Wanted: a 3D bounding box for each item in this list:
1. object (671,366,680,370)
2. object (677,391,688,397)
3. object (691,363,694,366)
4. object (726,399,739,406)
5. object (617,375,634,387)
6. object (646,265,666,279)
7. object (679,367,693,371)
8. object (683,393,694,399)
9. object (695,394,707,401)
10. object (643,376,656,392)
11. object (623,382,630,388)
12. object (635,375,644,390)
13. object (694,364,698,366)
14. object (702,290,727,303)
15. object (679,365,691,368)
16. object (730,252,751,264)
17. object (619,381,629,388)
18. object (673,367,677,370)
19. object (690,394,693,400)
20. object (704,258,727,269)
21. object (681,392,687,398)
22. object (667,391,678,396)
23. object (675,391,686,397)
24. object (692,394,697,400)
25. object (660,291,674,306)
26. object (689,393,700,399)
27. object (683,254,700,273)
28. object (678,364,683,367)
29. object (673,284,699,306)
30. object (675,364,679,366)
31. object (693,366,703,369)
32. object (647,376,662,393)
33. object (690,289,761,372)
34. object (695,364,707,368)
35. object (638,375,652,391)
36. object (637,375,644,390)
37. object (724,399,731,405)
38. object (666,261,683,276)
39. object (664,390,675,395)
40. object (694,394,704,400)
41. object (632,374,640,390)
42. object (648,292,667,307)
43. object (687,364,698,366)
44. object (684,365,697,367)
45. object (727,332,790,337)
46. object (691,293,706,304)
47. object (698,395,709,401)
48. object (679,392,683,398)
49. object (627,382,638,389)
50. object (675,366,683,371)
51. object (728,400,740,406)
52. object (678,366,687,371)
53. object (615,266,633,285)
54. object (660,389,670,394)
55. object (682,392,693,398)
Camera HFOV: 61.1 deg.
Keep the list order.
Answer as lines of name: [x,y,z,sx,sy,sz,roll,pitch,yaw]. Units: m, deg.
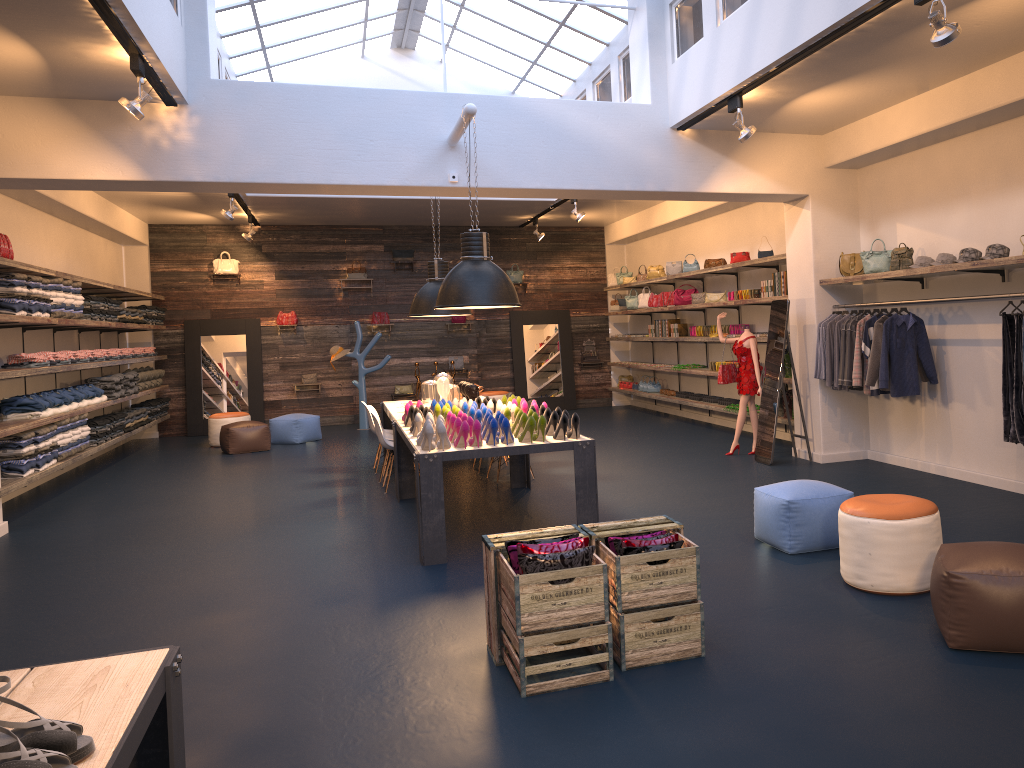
object: [2.575,-0.252,13.549,0.249,0.058,0.078,-3,3,-23]
object: [2.723,0.166,13.858,0.196,0.087,0.062,-3,1,-18]
object: [2.855,-0.285,13.504,0.254,0.075,0.077,-4,3,-31]
object: [3.074,0.258,12.107,0.183,0.087,0.067,-2,1,7]
object: [2.201,-0.063,16.755,0.353,0.234,0.208,-1,2,17]
object: [2.380,-1.855,14.361,0.341,0.234,0.215,-1,2,34]
object: [2.638,-0.233,13.203,0.249,0.058,0.078,-3,3,-23]
object: [2.775,0.179,13.597,0.196,0.087,0.062,-3,1,-18]
object: [2.867,0.204,13.138,0.196,0.087,0.062,-3,1,-18]
object: [2.413,-0.003,15.201,0.262,0.282,0.101,-2,1,18]
object: [2.188,0.019,16.336,0.210,0.118,0.094,-1,1,17]
object: [2.326,-0.031,15.805,0.198,0.279,0.059,-2,0,4]
object: [2.844,-0.281,13.414,0.256,0.073,0.078,-5,3,-39]
object: [2.872,-1.238,12.342,0.341,0.175,0.246,-1,3,26]
object: [2.676,-0.272,13.356,0.244,0.064,0.082,-3,2,-11]
object: [2.998,-1.658,11.408,0.264,0.149,0.119,-1,2,18]
object: [2.148,0.009,16.537,0.210,0.118,0.094,-1,1,17]
object: [2.600,-0.247,13.464,0.249,0.058,0.078,-3,3,-23]
object: [2.829,0.193,13.334,0.196,0.087,0.062,-3,1,-18]
object: [2.882,-1.696,12.200,0.367,0.141,0.396,-2,3,-3]
object: [2.749,0.173,13.725,0.196,0.087,0.062,-3,1,-18]
object: [2.645,0.151,14.164,0.226,0.083,0.220,-4,3,-25]
object: [2.710,0.162,13.921,0.196,0.087,0.062,-3,1,-18]
object: [2.842,0.197,13.268,0.196,0.087,0.062,-3,1,-18]
object: [2.486,-1.366,13.859,0.147,0.249,0.293,-3,2,-42]
object: [2.815,0.190,13.397,0.196,0.087,0.062,-3,1,-18]
object: [2.690,-1.812,13.038,0.262,0.282,0.101,-2,1,18]
object: [2.687,-0.277,13.446,0.244,0.068,0.080,-3,2,-12]
object: [2.672,-1.372,13.360,0.367,0.337,0.281,-3,2,-27]
object: [2.641,-0.280,13.526,0.246,0.063,0.080,-3,2,-14]
object: [2.806,-0.243,13.262,0.249,0.058,0.078,-3,3,-23]
object: [2.458,0.007,15.011,0.262,0.282,0.101,-2,1,18]
object: [3.019,-0.721,12.348,0.475,1.135,2.572,-2,3,-11]
object: [2.890,-0.278,13.333,0.257,0.067,0.077,-5,3,-38]
object: [2.369,-0.012,15.391,0.267,0.282,0.099,-2,0,12]
object: [2.350,-0.024,15.668,0.193,0.279,0.061,-2,0,13]
object: [3.061,0.254,12.171,0.183,0.087,0.067,-2,1,5]
object: [2.559,-1.817,13.662,0.258,0.230,0.084,-1,1,26]
object: [2.636,0.136,14.421,0.226,0.083,0.220,-4,3,-25]
object: [2.854,0.200,13.201,0.196,0.087,0.062,-3,1,-18]
object: [2.298,-0.037,15.927,0.193,0.279,0.061,-2,0,13]
object: [2.414,-1.396,14.399,0.312,0.254,0.148,-1,2,35]
object: [2.806,-0.291,13.609,0.226,0.053,0.088,-1,3,14]
object: [2.721,-0.268,13.274,0.245,0.067,0.081,-3,2,-12]
object: [3.223,-0.633,11.111,0.504,0.060,1.454,-3,3,-12]
object: [2.774,-1.266,12.848,0.248,0.175,0.112,0,2,37]
object: [2.880,0.207,13.073,0.196,0.087,0.062,-3,1,-18]
object: [2.737,0.169,13.792,0.196,0.087,0.062,-3,1,-18]
object: [2.249,0.029,16.145,0.209,0.118,0.094,-1,2,18]
object: [2.604,-0.242,13.373,0.249,0.058,0.078,-3,3,-23]
object: [3.087,0.261,12.043,0.181,0.087,0.068,-2,1,11]
object: [2.634,-0.238,13.293,0.249,0.058,0.078,-3,3,-23]
object: [2.090,-2.016,16.173,0.343,0.367,0.188,-1,1,27]
object: [2.603,0.122,14.672,0.215,0.083,0.232,-2,3,-3]
object: [2.762,0.176,13.663,0.196,0.087,0.062,-3,1,-18]
